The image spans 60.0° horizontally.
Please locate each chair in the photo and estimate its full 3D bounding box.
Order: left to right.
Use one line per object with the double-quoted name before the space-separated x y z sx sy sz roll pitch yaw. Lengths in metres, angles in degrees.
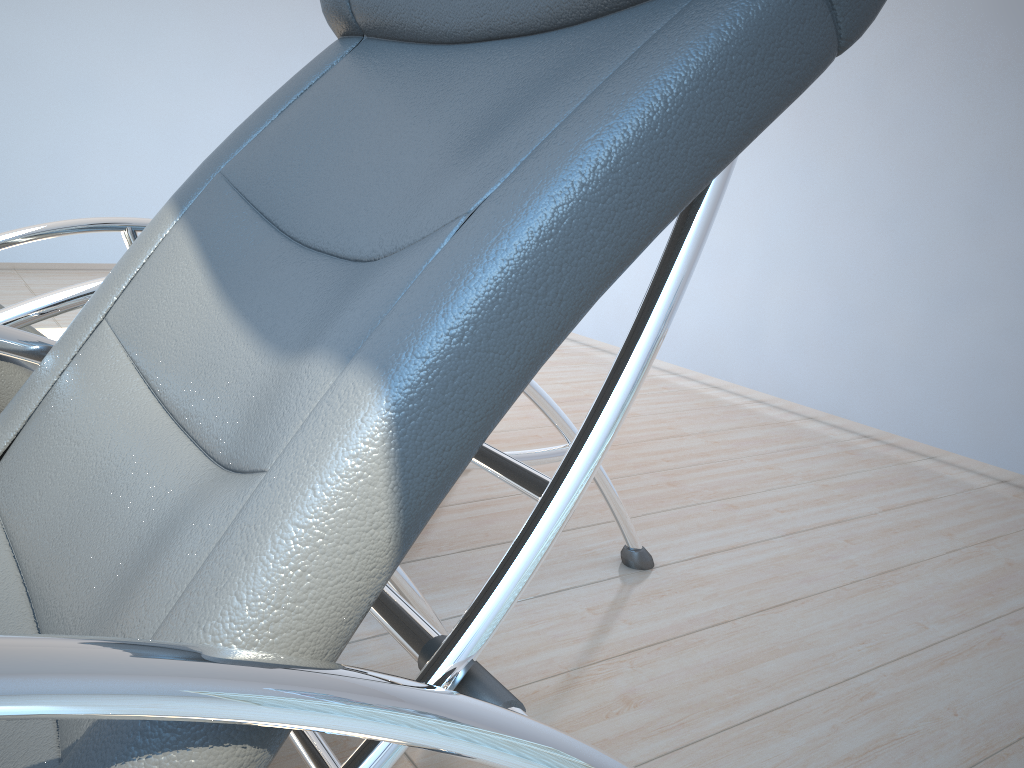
"chair" -0.600 0.041 0.534 1.938 1.251 0.836 -5 16 -34
"chair" -0.732 -0.081 1.629 2.114 0.953 0.836 -5 16 -34
